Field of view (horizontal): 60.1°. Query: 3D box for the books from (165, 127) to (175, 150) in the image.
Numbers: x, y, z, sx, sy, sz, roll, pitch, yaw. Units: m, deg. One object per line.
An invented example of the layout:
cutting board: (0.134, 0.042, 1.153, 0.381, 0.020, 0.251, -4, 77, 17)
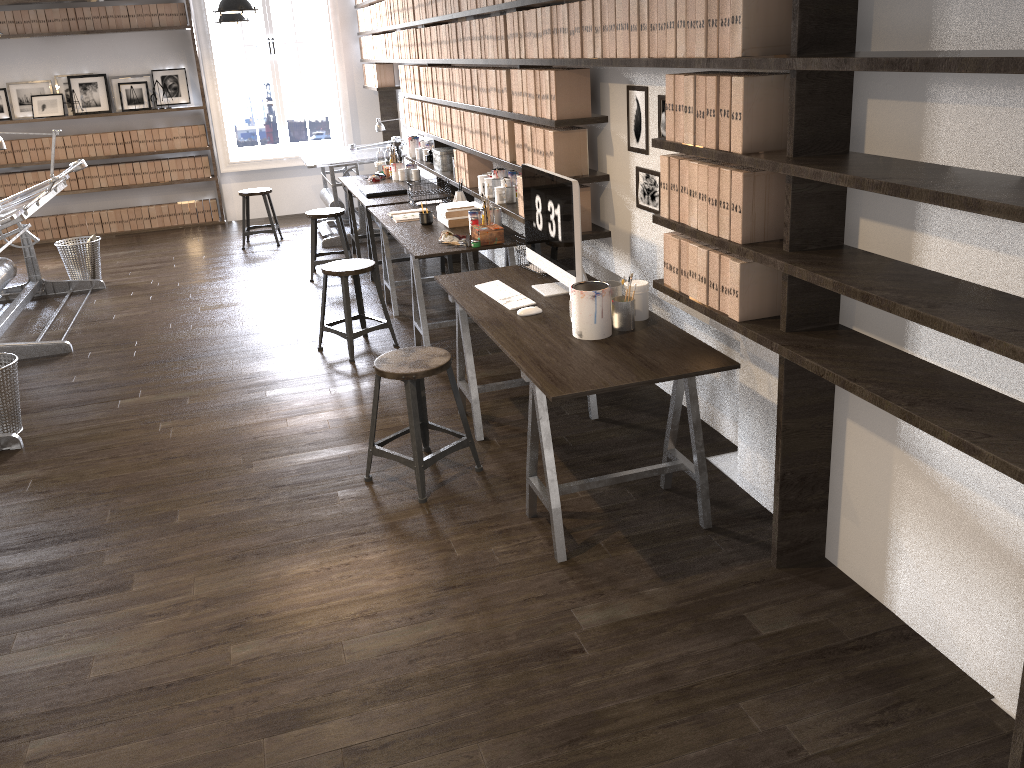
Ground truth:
books: (-3.651, -2.626, 9.470, 0.067, 0.222, 0.177, -9, 20, -15)

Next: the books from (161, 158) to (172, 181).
books: (-3.723, -2.310, 9.544, 0.067, 0.222, 0.177, -9, 20, -15)

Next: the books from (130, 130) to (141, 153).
books: (-3.983, -2.571, 9.381, 0.067, 0.222, 0.177, -9, 20, -15)

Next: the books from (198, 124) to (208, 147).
books: (-3.331, -2.679, 9.554, 0.067, 0.222, 0.177, -9, 20, -15)

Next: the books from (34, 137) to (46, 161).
books: (-4.852, -2.423, 9.140, 0.067, 0.222, 0.177, -9, 20, -15)

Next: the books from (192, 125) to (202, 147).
books: (-3.395, -2.671, 9.544, 0.067, 0.222, 0.177, -9, 20, -15)

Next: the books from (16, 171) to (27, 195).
books: (-5.059, -2.083, 9.175, 0.067, 0.222, 0.177, -9, 20, -15)

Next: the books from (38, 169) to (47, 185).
books: (-4.866, -2.115, 9.227, 0.067, 0.222, 0.177, -9, 20, -15)

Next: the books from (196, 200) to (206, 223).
books: (-3.435, -1.906, 9.768, 0.067, 0.222, 0.177, -9, 20, -15)

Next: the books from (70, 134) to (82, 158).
books: (-4.528, -2.477, 9.229, 0.067, 0.222, 0.177, -9, 20, -15)

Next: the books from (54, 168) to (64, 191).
books: (-4.736, -2.139, 9.269, 0.067, 0.222, 0.177, -9, 20, -15)

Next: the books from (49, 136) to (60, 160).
books: (-4.724, -2.444, 9.174, 0.067, 0.222, 0.177, -9, 20, -15)

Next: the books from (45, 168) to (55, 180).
books: (-4.804, -2.128, 9.250, 0.067, 0.222, 0.177, -9, 20, -15)

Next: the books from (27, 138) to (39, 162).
books: (-4.920, -2.411, 9.121, 0.067, 0.222, 0.177, -9, 20, -15)

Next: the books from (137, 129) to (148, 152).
books: (-3.913, -2.581, 9.395, 0.067, 0.222, 0.177, -9, 20, -15)

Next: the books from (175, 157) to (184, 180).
books: (-3.595, -2.333, 9.583, 0.067, 0.222, 0.177, -9, 20, -15)

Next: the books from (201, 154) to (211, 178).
books: (-3.331, -2.377, 9.653, 0.067, 0.222, 0.177, -9, 20, -15)

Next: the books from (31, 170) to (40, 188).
books: (-4.931, -2.106, 9.213, 0.067, 0.222, 0.177, -9, 20, -15)

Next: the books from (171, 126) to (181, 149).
books: (-3.591, -2.636, 9.486, 0.067, 0.222, 0.177, -9, 20, -15)

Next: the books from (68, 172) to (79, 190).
books: (-4.601, -2.163, 9.307, 0.067, 0.222, 0.177, -9, 20, -15)

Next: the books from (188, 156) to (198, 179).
books: (-3.467, -2.355, 9.619, 0.067, 0.222, 0.177, -9, 20, -15)

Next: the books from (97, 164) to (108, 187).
books: (-4.326, -2.208, 9.379, 0.067, 0.222, 0.177, -9, 20, -15)

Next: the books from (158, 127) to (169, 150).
books: (-3.713, -2.614, 9.449, 0.067, 0.222, 0.177, -9, 20, -15)

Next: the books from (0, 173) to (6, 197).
books: (-5.260, -2.049, 9.121, 0.067, 0.222, 0.177, -9, 20, -15)

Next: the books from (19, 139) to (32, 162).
books: (-4.986, -2.398, 9.099, 0.067, 0.222, 0.177, -9, 20, -15)

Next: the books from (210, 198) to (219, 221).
books: (-3.293, -1.931, 9.810, 0.067, 0.222, 0.177, -9, 20, -15)

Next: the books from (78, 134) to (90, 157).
books: (-4.462, -2.489, 9.249, 0.067, 0.222, 0.177, -9, 20, -15)

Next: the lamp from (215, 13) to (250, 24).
lamp: (-2.616, -4.347, 7.731, 0.315, 2.217, 0.313, -17, 23, -34)

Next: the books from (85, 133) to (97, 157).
books: (-4.394, -2.499, 9.264, 0.067, 0.222, 0.177, -9, 20, -15)

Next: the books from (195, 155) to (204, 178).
books: (-3.400, -2.367, 9.638, 0.067, 0.222, 0.177, -9, 20, -15)

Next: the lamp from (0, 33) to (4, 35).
lamp: (-4.575, -4.015, 7.194, 0.315, 2.217, 0.313, -17, 23, -34)

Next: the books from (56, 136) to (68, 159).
books: (-4.663, -2.454, 9.189, 0.067, 0.222, 0.177, -9, 20, -15)

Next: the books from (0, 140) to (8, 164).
books: (-5.197, -2.364, 9.045, 0.067, 0.222, 0.177, -9, 20, -15)

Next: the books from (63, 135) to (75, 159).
books: (-4.594, -2.465, 9.206, 0.067, 0.222, 0.177, -9, 20, -15)

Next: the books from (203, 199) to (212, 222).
books: (-3.366, -1.919, 9.792, 0.067, 0.222, 0.177, -9, 20, -15)

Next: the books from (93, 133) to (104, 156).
books: (-4.324, -2.510, 9.280, 0.067, 0.222, 0.177, -9, 20, -15)

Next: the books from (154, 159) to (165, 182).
books: (-3.791, -2.300, 9.529, 0.067, 0.222, 0.177, -9, 20, -15)

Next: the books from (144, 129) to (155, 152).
books: (-3.847, -2.594, 9.418, 0.067, 0.222, 0.177, -9, 20, -15)

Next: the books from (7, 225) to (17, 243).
books: (-5.224, -1.602, 9.276, 0.067, 0.222, 0.177, -9, 20, -15)

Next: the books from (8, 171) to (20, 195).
books: (-5.127, -2.073, 9.160, 0.067, 0.222, 0.177, -9, 20, -15)

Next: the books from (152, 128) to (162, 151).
books: (-3.779, -2.605, 9.436, 0.067, 0.222, 0.177, -9, 20, -15)

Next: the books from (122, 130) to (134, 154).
books: (-4.052, -2.557, 9.356, 0.067, 0.222, 0.177, -9, 20, -15)

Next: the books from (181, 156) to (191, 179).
books: (-3.530, -2.342, 9.596, 0.067, 0.222, 0.177, -9, 20, -15)

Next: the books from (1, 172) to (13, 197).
books: (-5.194, -2.062, 9.143, 0.067, 0.222, 0.177, -9, 20, -15)

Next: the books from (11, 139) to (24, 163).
books: (-5.055, -2.388, 9.084, 0.067, 0.222, 0.177, -9, 20, -15)

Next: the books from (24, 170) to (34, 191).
books: (-4.991, -2.095, 9.195, 0.067, 0.222, 0.177, -9, 20, -15)

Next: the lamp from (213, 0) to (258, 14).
lamp: (-2.035, -3.698, 5.958, 0.315, 2.217, 0.313, -17, 23, -34)

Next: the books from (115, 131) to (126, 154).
books: (-4.125, -2.546, 9.341, 0.067, 0.222, 0.177, -9, 20, -15)

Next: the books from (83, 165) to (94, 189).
books: (-4.459, -2.187, 9.346, 0.067, 0.222, 0.177, -9, 20, -15)

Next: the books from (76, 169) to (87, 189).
books: (-4.528, -2.173, 9.321, 0.067, 0.222, 0.177, -9, 20, -15)

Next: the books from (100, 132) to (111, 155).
books: (-4.255, -2.522, 9.299, 0.067, 0.222, 0.177, -9, 20, -15)

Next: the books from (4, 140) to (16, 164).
books: (-5.125, -2.374, 9.059, 0.067, 0.222, 0.177, -9, 20, -15)

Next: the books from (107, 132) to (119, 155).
books: (-4.196, -2.533, 9.319, 0.067, 0.222, 0.177, -9, 20, -15)

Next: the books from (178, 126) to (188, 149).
books: (-3.527, -2.646, 9.501, 0.067, 0.222, 0.177, -9, 20, -15)

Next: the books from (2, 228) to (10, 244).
books: (-5.293, -1.590, 9.255, 0.067, 0.222, 0.177, -9, 20, -15)

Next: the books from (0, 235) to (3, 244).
books: (-5.361, -1.580, 9.240, 0.067, 0.222, 0.177, -9, 20, -15)

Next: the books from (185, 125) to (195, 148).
books: (-3.461, -2.659, 9.523, 0.067, 0.222, 0.177, -9, 20, -15)

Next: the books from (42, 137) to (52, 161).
books: (-4.786, -2.432, 9.152, 0.067, 0.222, 0.177, -9, 20, -15)
